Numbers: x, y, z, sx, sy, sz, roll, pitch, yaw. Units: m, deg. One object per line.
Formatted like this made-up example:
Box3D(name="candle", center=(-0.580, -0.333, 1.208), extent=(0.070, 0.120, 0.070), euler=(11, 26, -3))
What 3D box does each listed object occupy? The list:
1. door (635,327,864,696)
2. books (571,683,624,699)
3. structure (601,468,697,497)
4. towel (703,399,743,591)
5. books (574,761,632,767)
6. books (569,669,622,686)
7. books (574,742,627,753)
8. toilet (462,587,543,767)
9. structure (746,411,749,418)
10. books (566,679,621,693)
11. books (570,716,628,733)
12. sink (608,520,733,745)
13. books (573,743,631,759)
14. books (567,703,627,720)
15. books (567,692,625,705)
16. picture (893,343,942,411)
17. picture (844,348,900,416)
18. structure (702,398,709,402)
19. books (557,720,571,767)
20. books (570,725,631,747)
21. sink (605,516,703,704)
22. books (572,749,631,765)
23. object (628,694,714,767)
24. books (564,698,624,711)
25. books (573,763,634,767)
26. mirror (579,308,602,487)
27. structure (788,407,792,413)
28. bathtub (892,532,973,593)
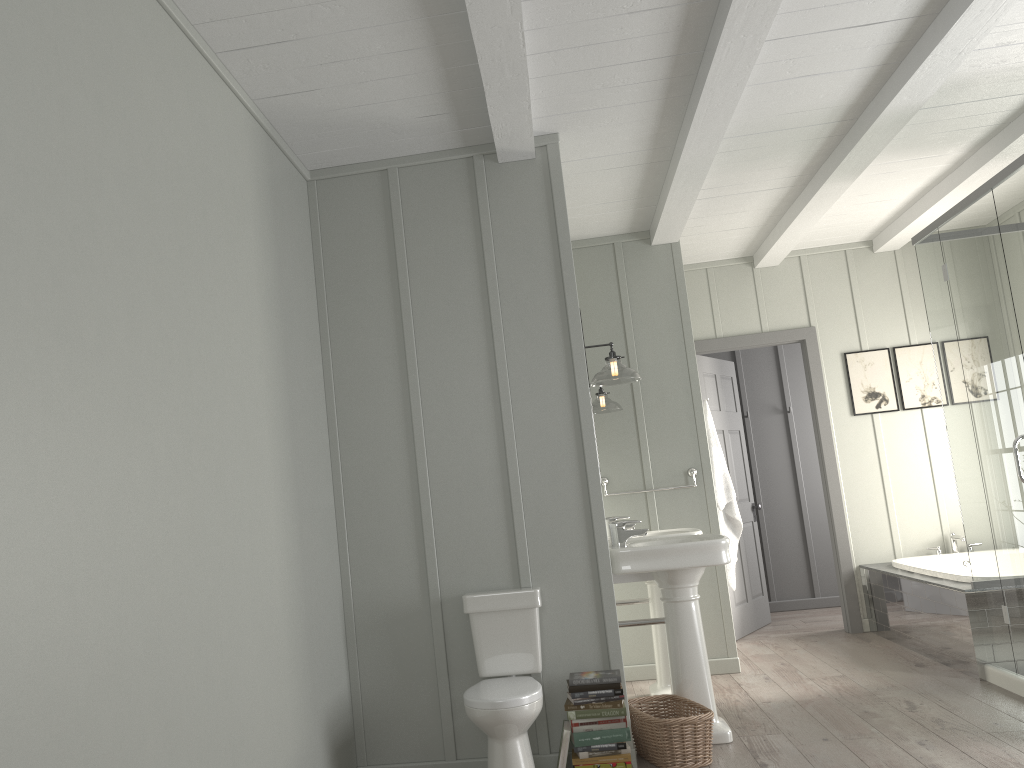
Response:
Box3D(name="door", center=(1.318, 0.371, 3.367), extent=(4.292, 2.194, 7.730), euler=(-6, -8, 4))
Box3D(name="books", center=(0.345, 1.252, 3.616), extent=(0.209, 0.024, 0.149), euler=(-7, -8, 5))
Box3D(name="structure", center=(0.850, 0.611, 5.487), extent=(0.607, 0.122, 0.054), euler=(-7, -7, 7))
Box3D(name="towel", center=(1.351, 0.692, 5.617), extent=(0.163, 1.203, 0.315), euler=(-7, -7, 9))
Box3D(name="books", center=(0.364, 1.538, 3.581), extent=(0.224, 0.041, 0.161), euler=(-6, -8, 4))
Box3D(name="books", center=(0.340, 1.203, 3.622), extent=(0.209, 0.024, 0.148), euler=(-7, -8, 7))
Box3D(name="books", center=(0.356, 1.458, 3.592), extent=(0.209, 0.024, 0.149), euler=(-7, -8, 5))
Box3D(name="toilet", center=(-0.016, 1.243, 3.519), extent=(0.334, 0.786, 0.521), euler=(-7, -7, 4))
Box3D(name="structure", center=(2.053, 0.271, 7.731), extent=(0.019, 0.051, 0.135), euler=(-7, -8, 3))
Box3D(name="books", center=(0.332, 1.229, 3.620), extent=(0.208, 0.024, 0.149), euler=(-6, -8, 2))
Box3D(name="books", center=(0.347, 1.370, 3.613), extent=(0.224, 0.051, 0.155), euler=(-6, -8, 1))
Box3D(name="sink", center=(0.760, 1.127, 4.123), extent=(0.571, 1.012, 0.565), euler=(-7, -7, 5))
Box3D(name="books", center=(0.363, 1.483, 3.600), extent=(0.206, 0.025, 0.150), euler=(-5, -8, -4))
Box3D(name="books", center=(0.343, 1.328, 3.611), extent=(0.237, 0.032, 0.169), euler=(-7, -8, 5))
Box3D(name="books", center=(0.341, 1.278, 3.625), extent=(0.206, 0.025, 0.151), euler=(-5, -8, -5))
Box3D(name="picture", center=(2.928, -0.056, 6.330), extent=(0.316, 0.461, 0.012), euler=(-7, -7, 7))
Box3D(name="picture", center=(2.592, -0.016, 6.370), extent=(0.316, 0.461, 0.012), euler=(-7, -7, 7))
Box3D(name="structure", center=(1.226, 0.110, 5.691), extent=(0.080, 0.056, 0.056), euler=(-7, -7, 5))
Box3D(name="books", center=(0.209, 1.513, 3.608), extent=(0.092, 0.235, 0.169), euler=(-7, -7, 4))
Box3D(name="books", center=(0.352, 1.421, 3.602), extent=(0.227, 0.053, 0.160), euler=(-5, -8, -4))
Box3D(name="sink", center=(0.810, 1.228, 4.922), extent=(0.571, 1.012, 0.565), euler=(-7, -7, 5))
Box3D(name="books", center=(0.361, 1.506, 3.588), extent=(0.234, 0.024, 0.147), euler=(-7, -8, 6))
Box3D(name="object", center=(0.677, 1.495, 3.799), extent=(0.287, 0.220, 0.472), euler=(-4, -8, -14))
Box3D(name="books", center=(0.338, 1.301, 3.614), extent=(0.236, 0.024, 0.146), euler=(-7, -8, 11))
Box3D(name="books", center=(0.373, 1.583, 3.587), extent=(0.240, 0.049, 0.163), euler=(-6, -8, 3))
Box3D(name="mirror", center=(0.370, 0.078, 4.277), extent=(0.015, 0.883, 0.422), euler=(-7, -7, 3))
Box3D(name="structure", center=(2.409, 0.230, 7.695), extent=(0.019, 0.051, 0.135), euler=(-7, -8, 3))
Box3D(name="bathtub", center=(3.040, 1.177, 5.380), extent=(1.057, 0.490, 1.551), euler=(-6, -8, 4))
